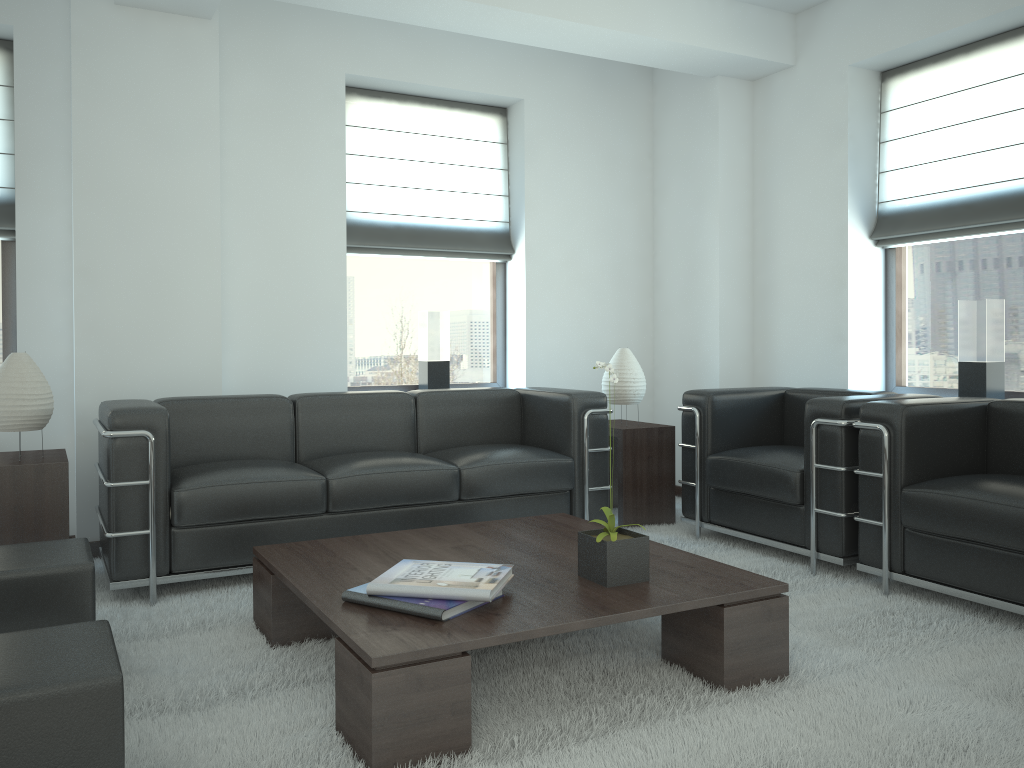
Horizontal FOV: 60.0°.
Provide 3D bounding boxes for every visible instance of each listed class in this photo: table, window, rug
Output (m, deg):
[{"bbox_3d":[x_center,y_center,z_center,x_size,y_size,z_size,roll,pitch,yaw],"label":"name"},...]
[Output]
[{"bbox_3d":[-3.018,0.873,5.433,0.526,0.844,0.786,-1,2,-28],"label":"table"},{"bbox_3d":[-0.075,1.096,4.330,1.936,0.441,1.922,-2,3,-28],"label":"table"},{"bbox_3d":[-0.847,-1.257,8.194,1.701,2.731,0.146,-1,1,-28],"label":"window"},{"bbox_3d":[3.706,-1.209,6.553,0.146,2.731,2.133,-1,1,-28],"label":"window"},{"bbox_3d":[0.933,0.761,7.538,0.526,0.844,0.786,-1,2,-28],"label":"table"},{"bbox_3d":[0.041,1.261,4.872,6.253,0.110,5.171,-2,3,-28],"label":"rug"},{"bbox_3d":[-4.470,-1.154,6.264,1.701,2.731,0.146,-1,1,-28],"label":"window"}]

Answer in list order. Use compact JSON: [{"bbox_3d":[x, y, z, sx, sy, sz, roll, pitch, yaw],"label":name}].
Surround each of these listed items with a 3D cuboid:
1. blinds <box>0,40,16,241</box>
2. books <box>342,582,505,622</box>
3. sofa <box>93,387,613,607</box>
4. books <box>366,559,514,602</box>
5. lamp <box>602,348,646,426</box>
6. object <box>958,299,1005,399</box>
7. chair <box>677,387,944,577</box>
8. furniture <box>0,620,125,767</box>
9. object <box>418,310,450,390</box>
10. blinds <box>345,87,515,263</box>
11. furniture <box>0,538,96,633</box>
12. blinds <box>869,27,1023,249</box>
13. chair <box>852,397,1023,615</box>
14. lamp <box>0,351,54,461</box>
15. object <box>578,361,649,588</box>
[{"bbox_3d":[-4.391,-1.776,6.120,1.686,1.476,0.222,-1,1,-28],"label":"blinds"},{"bbox_3d":[-0.369,0.881,3.724,0.518,0.045,0.446,1,3,33],"label":"books"},{"bbox_3d":[-1.002,0.656,6.243,3.477,1.170,1.124,-2,2,-28],"label":"sofa"},{"bbox_3d":[-0.291,0.833,3.770,0.518,0.045,0.446,0,3,13],"label":"books"},{"bbox_3d":[0.943,0.018,7.469,0.374,0.654,0.375,0,1,1],"label":"lamp"},{"bbox_3d":[3.417,-0.225,6.454,0.239,0.776,0.243,-1,1,-28],"label":"object"},{"bbox_3d":[2.111,0.632,6.404,1.123,1.170,1.647,-1,2,-28],"label":"chair"},{"bbox_3d":[-1.478,1.095,2.614,0.588,0.579,0.603,-1,2,-28],"label":"furniture"},{"bbox_3d":[-0.705,-0.272,8.010,0.239,0.776,0.243,-1,1,-28],"label":"object"},{"bbox_3d":[-0.769,-1.879,8.049,1.686,1.476,0.222,-1,1,-28],"label":"blinds"},{"bbox_3d":[-2.166,1.042,3.904,0.588,0.579,0.603,-1,2,-28],"label":"furniture"},{"bbox_3d":[3.555,-1.832,6.464,0.222,1.476,2.124,-1,2,-28],"label":"blinds"},{"bbox_3d":[2.897,0.694,4.914,1.123,1.170,1.647,-1,2,-28],"label":"chair"},{"bbox_3d":[-2.987,0.129,5.375,0.374,0.654,0.375,-1,1,-24],"label":"lamp"},{"bbox_3d":[0.441,0.390,4.043,0.252,0.992,0.335,-1,1,-28],"label":"object"}]
